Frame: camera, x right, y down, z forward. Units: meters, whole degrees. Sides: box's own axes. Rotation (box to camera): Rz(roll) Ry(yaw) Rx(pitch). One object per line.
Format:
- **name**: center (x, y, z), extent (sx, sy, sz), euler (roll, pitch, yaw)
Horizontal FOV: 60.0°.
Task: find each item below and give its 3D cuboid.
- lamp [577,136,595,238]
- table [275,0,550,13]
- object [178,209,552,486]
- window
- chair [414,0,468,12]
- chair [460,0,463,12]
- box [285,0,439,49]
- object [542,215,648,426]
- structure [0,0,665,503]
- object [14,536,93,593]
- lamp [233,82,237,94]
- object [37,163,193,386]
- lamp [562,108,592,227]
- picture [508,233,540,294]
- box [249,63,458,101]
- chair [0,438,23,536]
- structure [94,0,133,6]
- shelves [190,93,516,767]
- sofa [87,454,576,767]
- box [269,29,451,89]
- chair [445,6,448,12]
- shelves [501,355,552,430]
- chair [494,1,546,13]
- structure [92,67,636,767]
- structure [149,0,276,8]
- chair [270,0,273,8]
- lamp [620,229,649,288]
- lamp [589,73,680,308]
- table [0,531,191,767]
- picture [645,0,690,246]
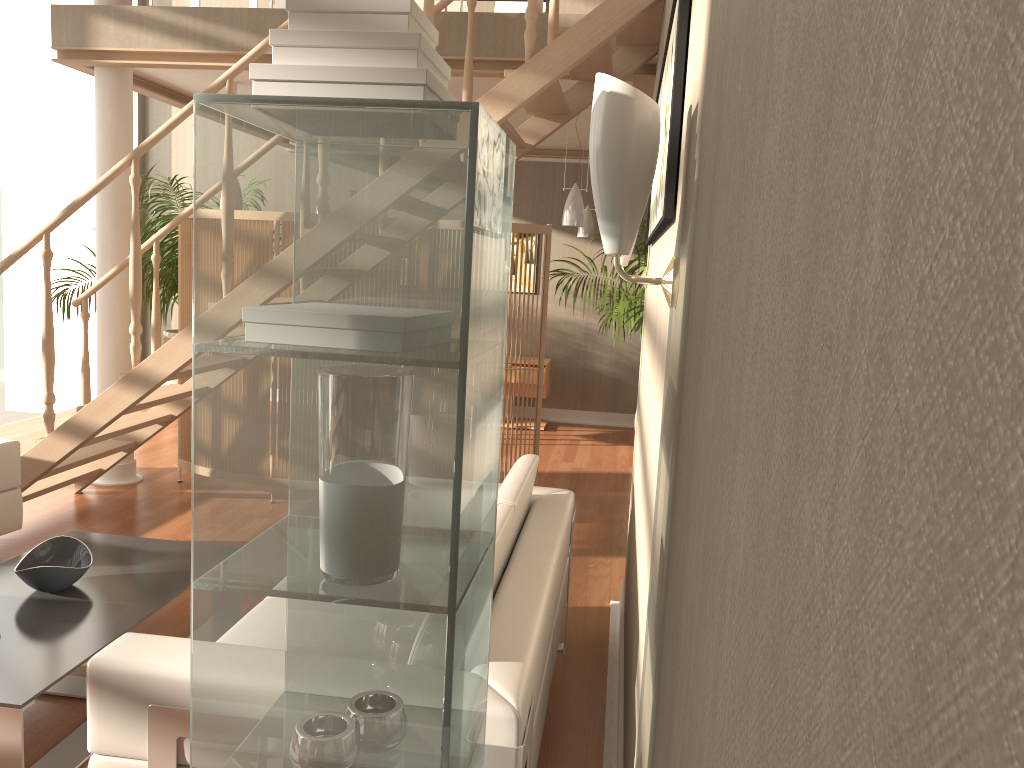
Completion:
- **lamp**: center (0.622, -1.586, 7.155), extent (0.139, 0.800, 0.139), euler (1, 8, -19)
- **table**: center (-0.639, -2.540, 6.285), extent (1.800, 0.740, 0.900), euler (4, 8, 7)
- **object**: center (-0.934, -0.164, 4.991), extent (2.229, 1.542, 0.233), euler (5, 8, 12)
- **window**: center (-3.770, -2.090, 6.742), extent (0.020, 5.200, 3.340), euler (4, 8, 7)
- **chair**: center (-0.569, -2.619, 6.687), extent (0.430, 0.796, 0.496), euler (3, 7, 2)
- **chair**: center (-0.076, -2.431, 5.453), extent (0.430, 0.796, 0.496), euler (3, 7, 2)
- **box**: center (-0.202, -0.487, 1.227), extent (0.168, 0.047, 0.168), euler (4, 8, 7)
- **object**: center (1.291, -0.369, 6.974), extent (2.157, 2.304, 2.109), euler (2, 7, -4)
- **structure**: center (-0.935, -0.989, 4.204), extent (3.150, 3.578, 1.000), euler (4, 8, 7)
- **object**: center (-1.482, 0.598, 2.872), extent (0.223, 0.125, 0.317), euler (0, 8, -21)
- **lamp**: center (-1.793, -1.522, 5.688), extent (0.139, 0.800, 0.139), euler (6, 8, 21)
- **object**: center (-2.711, -0.647, 7.473), extent (2.109, 2.304, 2.157), euler (3, 7, 0)
- **lamp**: center (0.399, -1.371, 5.425), extent (0.139, 0.800, 0.139), euler (10, 10, 42)
- **picture**: center (-0.410, -1.185, 8.215), extent (1.317, 0.633, 0.010), euler (4, 8, 7)
- **box**: center (-0.207, -0.393, 1.238), extent (0.232, 0.047, 0.232), euler (4, 8, 7)
- **chair**: center (-2.638, 0.449, 3.483), extent (0.905, 0.740, 0.900), euler (5, 8, 17)
- **structure**: center (-2.204, -3.278, 4.888), extent (0.200, 2.400, 0.200), euler (4, 8, 7)
- **shelves**: center (-0.237, 0.421, 1.361), extent (0.403, 1.600, 0.400), euler (4, 8, 7)
- **sofa**: center (-0.319, 0.684, 2.630), extent (0.905, 0.740, 1.781), euler (4, 8, 7)
- **box**: center (-0.203, -0.440, 1.234), extent (0.200, 0.047, 0.200), euler (4, 8, 7)
- **chair**: center (-0.664, -2.492, 5.675), extent (0.430, 0.796, 0.496), euler (5, 8, 12)
- **shelves**: center (-0.483, 0.044, 7.938), extent (1.600, 0.590, 0.658), euler (4, 8, 7)
- **chair**: center (-0.004, -2.581, 6.627), extent (0.430, 0.796, 0.496), euler (5, 8, 17)
- **structure**: center (1.228, -0.304, 3.885), extent (10.775, 2.533, 8.342), euler (4, 8, 7)
- **structure**: center (-0.646, -2.624, 6.307), extent (3.300, 0.900, 3.475), euler (4, 8, 7)
- **chair**: center (-1.276, -2.535, 5.755), extent (0.430, 0.796, 0.496), euler (4, 8, 7)
- **lamp**: center (0.435, -0.535, 3.275), extent (0.153, 0.353, 0.112), euler (4, 8, 7)
- **lamp**: center (0.193, -0.300, 1.390), extent (0.153, 0.353, 0.112), euler (4, 8, 7)
- **table**: center (-1.457, 0.818, 2.816), extent (0.700, 0.293, 1.260), euler (4, 8, 7)
- **picture**: center (0.389, -0.630, 2.305), extent (0.018, 0.487, 1.531), euler (4, 8, 7)
